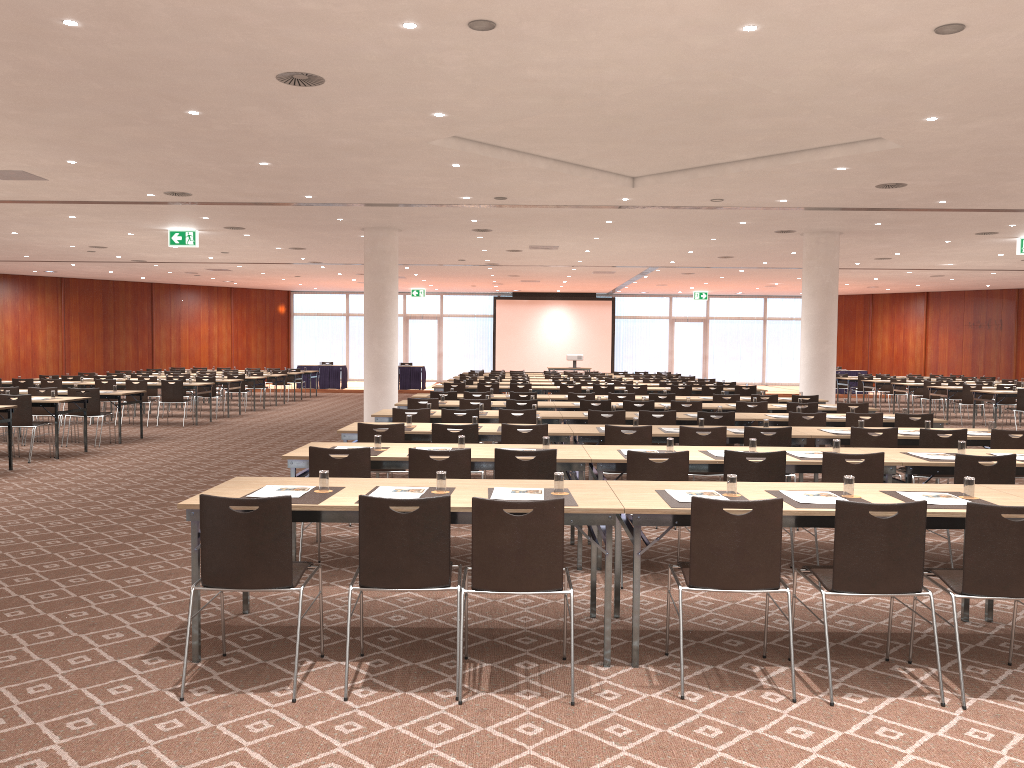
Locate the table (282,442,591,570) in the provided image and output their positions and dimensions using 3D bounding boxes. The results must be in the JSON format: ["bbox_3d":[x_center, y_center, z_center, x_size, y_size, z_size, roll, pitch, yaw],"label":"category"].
[{"bbox_3d":[-0.556,0.935,6.986,2.267,0.833,0.952,1,3,0],"label":"table"}]

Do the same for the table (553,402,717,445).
[{"bbox_3d":[1.745,0.713,12.967,2.267,0.833,0.952,1,3,0],"label":"table"}]

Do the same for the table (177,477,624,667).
[{"bbox_3d":[-0.566,1.016,4.989,2.267,0.833,0.952,1,3,0],"label":"table"}]

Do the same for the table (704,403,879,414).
[{"bbox_3d":[4.015,0.736,12.957,2.267,0.833,0.952,1,3,0],"label":"table"}]

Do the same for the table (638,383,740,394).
[{"bbox_3d":[4.054,0.431,20.447,2.267,0.833,0.952,1,3,0],"label":"table"}]

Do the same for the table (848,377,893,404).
[{"bbox_3d":[10.933,0.174,28.405,2.267,0.833,0.952,1,3,0],"label":"table"}]

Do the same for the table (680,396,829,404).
[{"bbox_3d":[4.025,0.655,14.954,2.267,0.833,0.952,1,3,0],"label":"table"}]

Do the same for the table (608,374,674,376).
[{"bbox_3d":[4.095,0.107,28.437,2.267,0.833,0.952,1,3,0],"label":"table"}]

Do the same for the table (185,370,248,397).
[{"bbox_3d":[-9.711,-0.029,28.501,2.267,0.833,0.952,1,3,0],"label":"table"}]

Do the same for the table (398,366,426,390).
[{"bbox_3d":[-3.951,-0.225,31.686,1.712,0.833,1.041,1,3,0],"label":"table"}]

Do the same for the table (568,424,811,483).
[{"bbox_3d":[1.725,0.876,8.973,2.267,0.833,0.952,1,3,0],"label":"table"}]

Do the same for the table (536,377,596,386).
[{"bbox_3d":[1.805,0.247,24.452,2.267,0.833,0.952,1,3,0],"label":"table"}]

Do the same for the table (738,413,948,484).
[{"bbox_3d":[4.005,0.817,10.960,2.267,0.833,0.952,1,3,0],"label":"table"}]

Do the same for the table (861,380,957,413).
[{"bbox_3d":[10.912,0.336,24.410,2.267,0.833,0.952,1,3,0],"label":"table"}]

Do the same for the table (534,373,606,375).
[{"bbox_3d":[1.825,0.084,28.447,2.267,0.833,0.952,1,3,0],"label":"table"}]

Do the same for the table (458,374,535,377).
[{"bbox_3d":[-0.455,0.143,26.460,2.267,0.833,0.952,1,3,0],"label":"table"}]

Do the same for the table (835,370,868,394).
[{"bbox_3d":[11.719,-0.072,31.613,1.712,0.833,1.041,1,3,0],"label":"table"}]

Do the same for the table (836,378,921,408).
[{"bbox_3d":[10.922,0.255,26.407,2.267,0.833,0.952,1,3,0],"label":"table"}]

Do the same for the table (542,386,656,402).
[{"bbox_3d":[1.774,0.490,18.460,2.267,0.833,0.952,1,3,0],"label":"table"}]

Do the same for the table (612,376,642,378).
[{"bbox_3d":[4.085,0.188,26.439,2.267,0.833,0.952,1,3,0],"label":"table"}]

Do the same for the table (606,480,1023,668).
[{"bbox_3d":[1.704,1.038,4.978,2.267,0.833,0.952,1,3,0],"label":"table"}]

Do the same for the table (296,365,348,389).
[{"bbox_3d":[-6.795,-0.253,31.699,1.712,0.833,1.041,1,3,0],"label":"table"}]

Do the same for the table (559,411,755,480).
[{"bbox_3d":[1.735,0.795,10.970,2.267,0.833,0.952,1,3,0],"label":"table"}]

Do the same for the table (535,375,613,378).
[{"bbox_3d":[1.815,0.166,26.450,2.267,0.833,0.952,1,3,0],"label":"table"}]

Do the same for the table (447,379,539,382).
[{"bbox_3d":[-0.476,0.306,22.466,2.267,0.833,0.952,1,3,0],"label":"table"}]

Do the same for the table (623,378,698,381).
[{"bbox_3d":[4.075,0.269,24.442,2.267,0.833,0.952,1,3,0],"label":"table"}]

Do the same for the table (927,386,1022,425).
[{"bbox_3d":[10.891,0.498,20.415,2.267,0.833,0.952,1,3,0],"label":"table"}]

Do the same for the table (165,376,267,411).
[{"bbox_3d":[-7.472,0.237,22.498,2.267,0.833,0.952,1,3,0],"label":"table"}]

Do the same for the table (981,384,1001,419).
[{"bbox_3d":[13.171,0.439,22.402,2.267,0.833,0.952,1,3,0],"label":"table"}]

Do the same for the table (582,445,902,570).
[{"bbox_3d":[1.714,0.957,6.975,2.267,0.833,0.952,1,3,0],"label":"table"}]

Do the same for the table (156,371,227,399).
[{"bbox_3d":[-9.722,0.053,26.504,2.267,0.833,0.952,1,3,0],"label":"table"}]

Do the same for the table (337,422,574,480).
[{"bbox_3d":[-0.545,0.854,8.983,2.267,0.833,0.952,1,3,0],"label":"table"}]

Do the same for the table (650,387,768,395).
[{"bbox_3d":[4.044,0.512,18.450,2.267,0.833,0.952,1,3,0],"label":"table"}]

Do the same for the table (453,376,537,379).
[{"bbox_3d":[-0.465,0.225,24.463,2.267,0.833,0.952,1,3,0],"label":"table"}]

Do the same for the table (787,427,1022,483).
[{"bbox_3d":[3.994,0.898,8.962,2.267,0.833,0.952,1,3,0],"label":"table"}]

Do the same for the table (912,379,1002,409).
[{"bbox_3d":[13.192,0.277,26.397,2.267,0.833,0.952,1,3,0],"label":"table"}]

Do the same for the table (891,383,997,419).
[{"bbox_3d":[10.902,0.417,22.412,2.267,0.833,0.952,1,3,0],"label":"table"}]

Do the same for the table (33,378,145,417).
[{"bbox_3d":[-9.753,0.296,20.512,2.267,0.833,0.952,1,3,0],"label":"table"}]

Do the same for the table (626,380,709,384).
[{"bbox_3d":[4.064,0.350,22.444,2.267,0.833,0.952,1,3,0],"label":"table"}]

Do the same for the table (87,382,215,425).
[{"bbox_3d":[-7.493,0.399,18.504,2.267,0.833,0.952,1,3,0],"label":"table"}]

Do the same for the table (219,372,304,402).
[{"bbox_3d":[-7.452,0.075,26.493,2.267,0.833,0.952,1,3,0],"label":"table"}]

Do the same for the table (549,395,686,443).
[{"bbox_3d":[1.756,0.632,14.965,2.267,0.833,0.952,1,3,0],"label":"table"}]

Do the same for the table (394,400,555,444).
[{"bbox_3d":[-0.525,0.691,12.978,2.267,0.833,0.952,1,3,0],"label":"table"}]

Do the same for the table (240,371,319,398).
[{"bbox_3d":[-7.441,-0.006,28.490,2.267,0.833,0.952,1,3,0],"label":"table"}]

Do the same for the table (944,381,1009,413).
[{"bbox_3d":[13.182,0.358,24.399,2.267,0.833,0.952,1,3,0],"label":"table"}]

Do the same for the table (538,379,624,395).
[{"bbox_3d":[1.794,0.328,22.455,2.267,0.833,0.952,1,3,0],"label":"table"}]

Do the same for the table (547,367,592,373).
[{"bbox_3d":[2.031,-0.167,31.675,1.539,0.833,0.952,1,3,0],"label":"table"}]

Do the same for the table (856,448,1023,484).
[{"bbox_3d":[3.984,0.979,6.965,2.267,0.833,0.952,1,3,0],"label":"table"}]

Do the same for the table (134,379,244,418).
[{"bbox_3d":[-7.483,0.318,20.501,2.267,0.833,0.952,1,3,0],"label":"table"}]

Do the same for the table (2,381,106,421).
[{"bbox_3d":[-9.763,0.377,18.514,2.267,0.833,0.952,1,3,0],"label":"table"}]

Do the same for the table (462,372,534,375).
[{"bbox_3d":[-0.445,0.062,28.458,2.267,0.833,0.952,1,3,0],"label":"table"}]

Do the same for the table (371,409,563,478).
[{"bbox_3d":[-0.535,0.772,10.981,2.267,0.833,0.952,1,3,0],"label":"table"}]

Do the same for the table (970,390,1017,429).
[{"bbox_3d":[10.881,0.579,18.418,2.267,0.833,0.952,1,3,0],"label":"table"}]

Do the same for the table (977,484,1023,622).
[{"bbox_3d":[3.974,1.060,4.967,2.267,0.833,0.952,1,3,0],"label":"table"}]

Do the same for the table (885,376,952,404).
[{"bbox_3d":[13.202,0.196,28.394,2.267,0.833,0.952,1,3,0],"label":"table"}]
